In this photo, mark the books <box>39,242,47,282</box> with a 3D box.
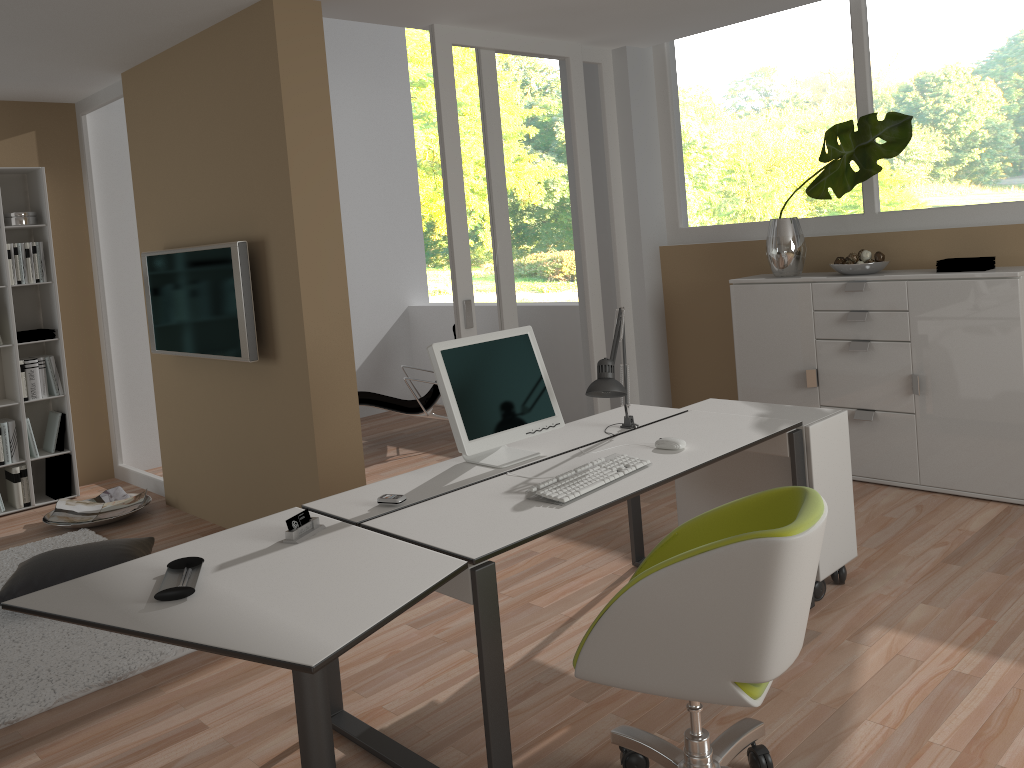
[{"bbox_3d":[-3.068,-0.787,5.704,0.021,0.257,0.207,-7,6,-43],"label":"books"}]

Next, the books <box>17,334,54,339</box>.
[{"bbox_3d":[-3.116,-0.313,5.698,0.212,0.006,0.297,-14,13,-43],"label":"books"}]

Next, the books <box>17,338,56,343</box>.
[{"bbox_3d":[-3.116,-0.286,5.700,0.212,0.007,0.297,-14,13,-43],"label":"books"}]

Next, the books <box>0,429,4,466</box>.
[{"bbox_3d":[-3.233,0.369,5.503,0.040,0.257,0.207,-7,6,-43],"label":"books"}]

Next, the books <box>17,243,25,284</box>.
[{"bbox_3d":[-3.160,-0.764,5.616,0.021,0.257,0.207,-7,6,-43],"label":"books"}]

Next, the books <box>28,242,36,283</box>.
[{"bbox_3d":[-3.114,-0.776,5.661,0.021,0.257,0.207,-7,6,-43],"label":"books"}]

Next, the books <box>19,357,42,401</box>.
[{"bbox_3d":[-3.096,-0.035,5.644,0.077,0.257,0.208,-8,6,-43],"label":"books"}]

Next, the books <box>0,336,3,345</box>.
[{"bbox_3d":[-3.271,-0.371,5.532,0.058,0.256,0.207,-8,6,-43],"label":"books"}]

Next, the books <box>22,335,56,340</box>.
[{"bbox_3d":[-3.118,-0.302,5.701,0.297,0.006,0.212,5,13,44],"label":"books"}]

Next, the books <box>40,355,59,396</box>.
[{"bbox_3d":[-3.021,-0.056,5.729,0.060,0.258,0.208,-8,6,-43],"label":"books"}]

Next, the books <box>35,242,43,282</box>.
[{"bbox_3d":[-3.083,-0.783,5.689,0.021,0.257,0.207,-7,6,-43],"label":"books"}]

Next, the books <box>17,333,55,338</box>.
[{"bbox_3d":[-3.119,-0.318,5.698,0.212,0.006,0.298,-13,13,-41],"label":"books"}]

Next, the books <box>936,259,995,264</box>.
[{"bbox_3d":[2.247,-0.608,4.360,0.159,0.008,0.222,-14,13,-43],"label":"books"}]

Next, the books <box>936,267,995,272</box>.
[{"bbox_3d":[2.248,-0.569,4.361,0.159,0.006,0.222,-14,13,-43],"label":"books"}]

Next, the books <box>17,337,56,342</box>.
[{"bbox_3d":[-3.115,-0.291,5.700,0.212,0.006,0.297,-14,13,-43],"label":"books"}]

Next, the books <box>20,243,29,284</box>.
[{"bbox_3d":[-3.144,-0.768,5.630,0.021,0.257,0.207,-7,6,-43],"label":"books"}]

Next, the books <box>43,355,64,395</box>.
[{"bbox_3d":[-3.002,-0.060,5.747,0.060,0.258,0.207,-8,6,-43],"label":"books"}]

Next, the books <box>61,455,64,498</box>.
[{"bbox_3d":[-2.960,0.594,5.749,0.032,0.267,0.211,-7,6,-43],"label":"books"}]

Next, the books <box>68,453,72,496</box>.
[{"bbox_3d":[-2.929,0.586,5.780,0.032,0.267,0.211,-7,6,-43],"label":"books"}]

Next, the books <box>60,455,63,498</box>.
[{"bbox_3d":[-2.964,0.595,5.745,0.032,0.267,0.211,-7,6,-43],"label":"books"}]

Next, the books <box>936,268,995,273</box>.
[{"bbox_3d":[2.248,-0.564,4.361,0.159,0.007,0.222,-14,13,-43],"label":"books"}]

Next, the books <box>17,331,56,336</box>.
[{"bbox_3d":[-3.116,-0.330,5.700,0.212,0.008,0.297,-14,13,-43],"label":"books"}]

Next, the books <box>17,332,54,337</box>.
[{"bbox_3d":[-3.115,-0.325,5.700,0.212,0.008,0.297,-14,13,-43],"label":"books"}]

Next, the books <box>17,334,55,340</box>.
[{"bbox_3d":[-3.116,-0.307,5.698,0.212,0.006,0.297,-14,13,-43],"label":"books"}]

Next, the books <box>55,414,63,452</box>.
[{"bbox_3d":[-2.987,0.311,5.776,0.043,0.236,0.211,-7,6,-43],"label":"books"}]

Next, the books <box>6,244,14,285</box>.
[{"bbox_3d":[-3.202,-0.753,5.568,0.021,0.257,0.207,-7,6,-43],"label":"books"}]

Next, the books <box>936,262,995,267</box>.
[{"bbox_3d":[2.247,-0.591,4.359,0.159,0.006,0.222,-14,13,-43],"label":"books"}]

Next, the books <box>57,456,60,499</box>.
[{"bbox_3d":[-2.979,0.597,5.729,0.032,0.270,0.216,-7,6,-43],"label":"books"}]

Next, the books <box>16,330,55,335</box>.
[{"bbox_3d":[-3.117,-0.334,5.695,0.212,0.007,0.297,-14,13,-43],"label":"books"}]

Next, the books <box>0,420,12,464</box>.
[{"bbox_3d":[-3.205,0.362,5.532,0.040,0.257,0.207,-7,6,-43],"label":"books"}]

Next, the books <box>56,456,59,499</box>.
[{"bbox_3d":[-2.987,0.598,5.728,0.032,0.269,0.214,-7,6,-43],"label":"books"}]

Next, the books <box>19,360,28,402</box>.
[{"bbox_3d":[-3.144,-0.025,5.605,0.040,0.257,0.207,-7,6,-43],"label":"books"}]

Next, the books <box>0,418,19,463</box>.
[{"bbox_3d":[-3.174,0.354,5.561,0.040,0.257,0.207,-7,6,-43],"label":"books"}]

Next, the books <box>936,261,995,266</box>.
[{"bbox_3d":[2.245,-0.597,4.359,0.159,0.006,0.222,-13,13,-41],"label":"books"}]

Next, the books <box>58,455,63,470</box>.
[{"bbox_3d":[-2.969,0.593,5.741,0.032,0.272,0.219,-7,6,-43],"label":"books"}]

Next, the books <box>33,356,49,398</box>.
[{"bbox_3d":[-3.062,-0.047,5.697,0.040,0.257,0.207,-7,6,-43],"label":"books"}]

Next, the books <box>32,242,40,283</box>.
[{"bbox_3d":[-3.097,-0.780,5.674,0.021,0.257,0.207,-7,6,-43],"label":"books"}]

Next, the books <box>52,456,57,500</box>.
[{"bbox_3d":[-2.992,0.602,5.718,0.032,0.267,0.211,-7,6,-43],"label":"books"}]

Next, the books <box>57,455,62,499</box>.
[{"bbox_3d":[-2.973,0.597,5.738,0.032,0.267,0.211,-7,6,-43],"label":"books"}]

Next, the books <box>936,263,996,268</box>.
[{"bbox_3d":[2.248,-0.586,4.359,0.159,0.006,0.222,-14,13,-43],"label":"books"}]

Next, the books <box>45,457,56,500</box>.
[{"bbox_3d":[-2.996,0.603,5.715,0.032,0.267,0.211,-7,6,-43],"label":"books"}]

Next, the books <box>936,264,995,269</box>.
[{"bbox_3d":[2.246,-0.581,4.361,0.222,0.006,0.159,5,13,44],"label":"books"}]

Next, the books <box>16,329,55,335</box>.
[{"bbox_3d":[-3.116,-0.339,5.695,0.212,0.006,0.297,-14,13,-43],"label":"books"}]

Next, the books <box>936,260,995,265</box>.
[{"bbox_3d":[2.248,-0.603,4.361,0.159,0.008,0.222,-14,13,-43],"label":"books"}]

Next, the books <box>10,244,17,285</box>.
[{"bbox_3d":[-3.191,-0.757,5.588,0.021,0.257,0.207,-7,6,-43],"label":"books"}]

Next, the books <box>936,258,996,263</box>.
[{"bbox_3d":[2.246,-0.613,4.356,0.159,0.007,0.222,-14,13,-43],"label":"books"}]

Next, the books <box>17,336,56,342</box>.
[{"bbox_3d":[-3.116,-0.296,5.700,0.212,0.006,0.297,-14,13,-43],"label":"books"}]

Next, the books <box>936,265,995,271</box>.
[{"bbox_3d":[2.248,-0.575,4.360,0.159,0.006,0.222,-14,13,-43],"label":"books"}]

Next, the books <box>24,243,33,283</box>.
[{"bbox_3d":[-3.125,-0.772,5.641,0.021,0.257,0.207,-7,6,-43],"label":"books"}]

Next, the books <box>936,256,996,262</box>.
[{"bbox_3d":[2.247,-0.618,4.356,0.159,0.006,0.222,-14,13,-43],"label":"books"}]

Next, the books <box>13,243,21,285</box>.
[{"bbox_3d":[-3.174,-0.761,5.600,0.021,0.257,0.207,-7,6,-43],"label":"books"}]

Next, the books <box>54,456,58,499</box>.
[{"bbox_3d":[-2.991,0.598,5.725,0.032,0.269,0.214,-7,6,-43],"label":"books"}]
